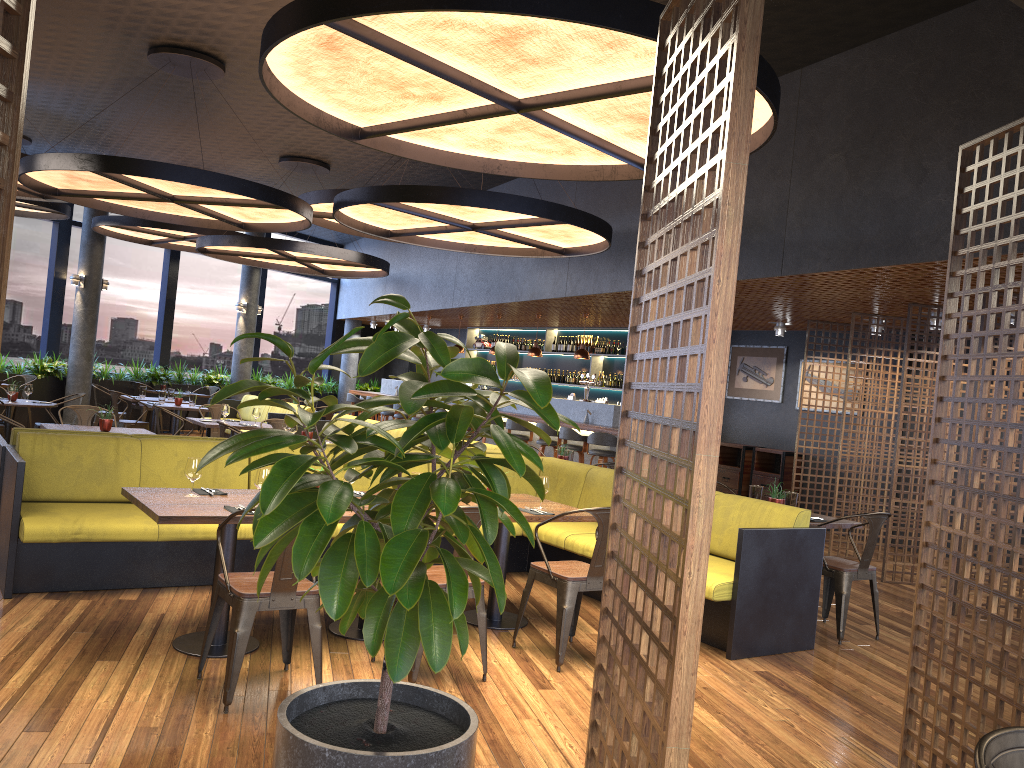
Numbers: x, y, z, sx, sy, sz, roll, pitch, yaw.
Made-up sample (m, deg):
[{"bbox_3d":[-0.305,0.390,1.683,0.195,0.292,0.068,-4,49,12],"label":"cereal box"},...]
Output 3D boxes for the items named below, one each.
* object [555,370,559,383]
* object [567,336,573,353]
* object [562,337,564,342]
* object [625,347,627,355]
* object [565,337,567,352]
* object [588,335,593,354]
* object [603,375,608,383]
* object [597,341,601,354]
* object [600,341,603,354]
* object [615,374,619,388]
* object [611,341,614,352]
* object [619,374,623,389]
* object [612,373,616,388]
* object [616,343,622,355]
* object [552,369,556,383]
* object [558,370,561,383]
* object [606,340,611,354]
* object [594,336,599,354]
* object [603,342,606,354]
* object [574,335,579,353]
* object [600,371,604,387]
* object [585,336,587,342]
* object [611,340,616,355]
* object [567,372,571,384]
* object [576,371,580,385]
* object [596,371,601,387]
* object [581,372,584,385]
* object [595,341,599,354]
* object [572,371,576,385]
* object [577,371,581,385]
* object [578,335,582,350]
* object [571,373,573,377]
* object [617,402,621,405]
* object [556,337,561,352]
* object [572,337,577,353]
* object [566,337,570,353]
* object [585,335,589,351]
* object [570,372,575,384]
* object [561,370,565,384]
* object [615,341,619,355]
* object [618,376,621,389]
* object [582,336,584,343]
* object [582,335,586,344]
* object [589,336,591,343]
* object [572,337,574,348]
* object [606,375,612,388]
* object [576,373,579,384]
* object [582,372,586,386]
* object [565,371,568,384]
[{"bbox_3d":[0.854,-0.144,16.682,0.063,0.254,0.063,6,0,3],"label":"object"},{"bbox_3d":[1.081,-0.732,16.455,0.085,0.310,0.086,6,0,-1],"label":"object"},{"bbox_3d":[0.958,-0.744,16.799,0.085,0.310,0.086,6,0,-7],"label":"object"},{"bbox_3d":[1.982,-0.615,15.156,0.063,0.254,0.063,6,0,8],"label":"object"},{"bbox_3d":[1.012,-0.738,16.726,0.085,0.310,0.086,6,0,7],"label":"object"},{"bbox_3d":[1.416,-0.710,15.938,0.084,0.330,0.084,6,0,-27],"label":"object"},{"bbox_3d":[1.636,-0.044,15.550,0.097,0.206,0.097,6,0,24],"label":"object"},{"bbox_3d":[1.553,-0.643,15.723,0.056,0.227,0.056,6,0,33],"label":"object"},{"bbox_3d":[1.587,-0.640,15.672,0.056,0.227,0.056,6,0,43],"label":"object"},{"bbox_3d":[1.823,-0.049,15.344,0.063,0.254,0.063,6,0,-6],"label":"object"},{"bbox_3d":[1.779,-0.635,15.550,0.063,0.254,0.063,6,0,18],"label":"object"},{"bbox_3d":[1.873,-0.044,15.225,0.063,0.254,0.063,6,0,19],"label":"object"},{"bbox_3d":[1.761,-0.055,15.294,0.063,0.254,0.063,6,0,-31],"label":"object"},{"bbox_3d":[1.839,-0.605,15.302,0.097,0.206,0.097,6,0,24],"label":"object"},{"bbox_3d":[0.798,-0.150,16.766,0.063,0.254,0.063,6,0,28],"label":"object"},{"bbox_3d":[0.890,-0.140,16.826,0.063,0.254,0.063,6,0,43],"label":"object"},{"bbox_3d":[1.693,-0.643,15.498,0.063,0.254,0.063,6,0,-37],"label":"object"},{"bbox_3d":[1.533,-0.698,15.986,0.084,0.330,0.084,6,0,-27],"label":"object"},{"bbox_3d":[1.637,-0.635,15.707,0.056,0.227,0.056,6,0,-32],"label":"object"},{"bbox_3d":[1.201,-0.731,16.258,0.084,0.330,0.084,6,0,-27],"label":"object"},{"bbox_3d":[1.603,-0.084,15.700,0.079,0.281,0.079,6,0,35],"label":"object"},{"bbox_3d":[1.345,-0.716,16.201,0.084,0.330,0.084,6,0,-27],"label":"object"},{"bbox_3d":[1.768,-0.636,15.401,0.063,0.254,0.063,6,0,28],"label":"object"},{"bbox_3d":[1.067,-0.108,16.424,0.088,0.224,0.088,6,0,25],"label":"object"},{"bbox_3d":[1.225,-0.107,16.258,0.063,0.254,0.063,6,0,-6],"label":"object"},{"bbox_3d":[1.551,-0.089,15.777,0.079,0.281,0.079,6,0,-30],"label":"object"},{"bbox_3d":[1.303,-0.100,16.290,0.063,0.254,0.063,6,0,-7],"label":"object"},{"bbox_3d":[1.519,-0.647,15.773,0.056,0.227,0.056,6,0,18],"label":"object"},{"bbox_3d":[1.146,-0.115,16.202,0.063,0.254,0.063,6,0,-41],"label":"object"},{"bbox_3d":[1.228,-0.107,16.123,0.063,0.254,0.063,6,0,-27],"label":"object"},{"bbox_3d":[1.255,-0.726,16.181,0.084,0.330,0.084,6,0,-27],"label":"object"},{"bbox_3d":[1.115,-0.094,16.549,0.097,0.206,0.097,6,0,-3],"label":"object"},{"bbox_3d":[1.916,0.558,15.165,0.204,0.492,0.310,6,0,-34],"label":"object"},{"bbox_3d":[0.902,-0.749,16.882,0.085,0.310,0.086,6,0,-20],"label":"object"},{"bbox_3d":[1.173,-0.723,16.489,0.085,0.310,0.086,6,0,7],"label":"object"},{"bbox_3d":[1.064,-0.733,16.644,0.085,0.310,0.086,6,0,-23],"label":"object"},{"bbox_3d":[1.360,-0.715,16.016,0.084,0.330,0.084,6,0,-27],"label":"object"},{"bbox_3d":[1.127,-0.102,16.335,0.088,0.224,0.088,6,0,-20],"label":"object"},{"bbox_3d":[0.960,-0.133,16.722,0.063,0.254,0.063,6,0,28],"label":"object"},{"bbox_3d":[1.844,-0.628,15.455,0.063,0.254,0.063,6,0,43],"label":"object"},{"bbox_3d":[1.887,-0.042,15.398,0.063,0.254,0.063,6,0,19],"label":"object"},{"bbox_3d":[1.294,-0.721,16.281,0.084,0.330,0.084,6,0,-27],"label":"object"},{"bbox_3d":[1.306,-0.721,16.103,0.084,0.330,0.084,6,0,-27],"label":"object"},{"bbox_3d":[1.400,-0.711,16.124,0.084,0.330,0.084,6,0,-27],"label":"object"},{"bbox_3d":[1.121,-0.728,16.569,0.085,0.310,0.086,6,0,-7],"label":"object"},{"bbox_3d":[1.695,-0.046,15.418,0.088,0.224,0.088,6,0,25],"label":"object"},{"bbox_3d":[1.221,-0.093,16.398,0.088,0.224,0.088,6,0,-40],"label":"object"},{"bbox_3d":[1.322,-0.098,16.175,0.063,0.254,0.063,6,0,28],"label":"object"},{"bbox_3d":[1.032,-0.126,16.628,0.063,0.254,0.063,6,0,14],"label":"object"}]
